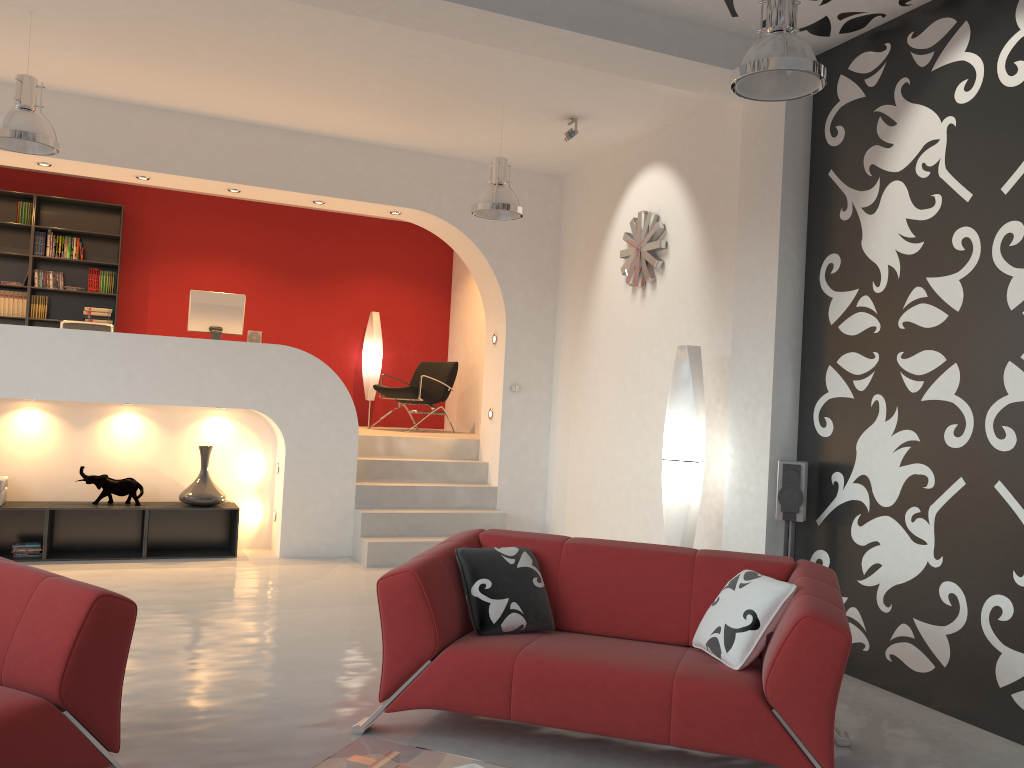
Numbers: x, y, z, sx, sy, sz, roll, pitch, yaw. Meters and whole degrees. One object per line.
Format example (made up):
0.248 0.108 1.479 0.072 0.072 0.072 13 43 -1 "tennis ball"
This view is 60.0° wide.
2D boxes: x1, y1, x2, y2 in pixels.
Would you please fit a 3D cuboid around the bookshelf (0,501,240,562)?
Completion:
-3.553 1.122 6.788 2.764 0.397 0.405 4 -1 -23 "bookshelf"

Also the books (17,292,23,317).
-5.003 -0.800 9.036 0.040 0.260 0.200 4 -1 -23 "books"

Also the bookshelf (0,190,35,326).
-5.292 -0.832 8.875 0.816 2.213 0.305 4 -1 -23 "bookshelf"

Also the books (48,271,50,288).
-4.773 -1.066 9.157 0.031 0.190 0.135 4 -1 -23 "books"

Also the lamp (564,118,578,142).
0.445 -1.890 6.609 0.112 0.176 0.118 3 -1 19 "lamp"

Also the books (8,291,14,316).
-5.078 -0.805 9.003 0.040 0.260 0.200 4 -1 -23 "books"

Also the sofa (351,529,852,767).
0.421 1.088 3.697 1.929 0.738 0.951 3 -1 17 "sofa"

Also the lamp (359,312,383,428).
-1.647 -0.170 10.406 0.237 1.349 0.237 3 -1 -15 "lamp"

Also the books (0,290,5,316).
-5.152 -0.809 8.971 0.040 0.260 0.200 4 -1 -23 "books"

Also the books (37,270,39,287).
-4.869 -1.073 9.116 0.031 0.190 0.135 4 -1 -23 "books"

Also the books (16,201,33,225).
-4.969 -1.722 9.064 0.146 0.240 0.170 4 -1 -23 "books"

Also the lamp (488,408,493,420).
-0.199 0.280 8.255 0.011 0.105 0.105 4 -1 -23 "lamp"

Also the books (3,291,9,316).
-5.115 -0.807 8.987 0.040 0.260 0.200 4 -1 -23 "books"

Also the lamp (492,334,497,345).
-0.162 -0.418 8.271 0.011 0.105 0.105 4 -1 -23 "lamp"

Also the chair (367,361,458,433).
-1.076 0.122 9.800 0.664 0.795 0.768 2 -2 42 "chair"

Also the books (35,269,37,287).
-4.883 -1.073 9.110 0.031 0.190 0.135 4 -1 -23 "books"

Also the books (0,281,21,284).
-5.101 -1.029 9.015 0.190 0.015 0.135 4 -1 -23 "books"

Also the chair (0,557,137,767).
-1.905 0.940 2.633 0.951 0.738 1.288 2 -2 27 "chair"

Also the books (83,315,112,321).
-4.346 -0.689 9.303 0.260 0.040 0.200 4 -1 -23 "books"

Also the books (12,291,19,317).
-5.040 -0.802 9.020 0.040 0.260 0.200 4 -1 -23 "books"

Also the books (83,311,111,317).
-4.347 -0.729 9.301 0.260 0.040 0.200 4 -1 -24 "books"

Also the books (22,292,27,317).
-4.966 -0.798 9.052 0.040 0.260 0.200 4 -1 -23 "books"

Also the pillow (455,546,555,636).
-0.029 0.890 3.846 0.402 0.343 0.288 4 -2 -31 "pillow"

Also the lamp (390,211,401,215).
-1.036 -1.520 7.894 0.105 0.011 0.105 4 -2 -35 "lamp"

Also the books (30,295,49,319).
-4.856 -0.780 9.112 0.146 0.240 0.170 4 -1 -23 "books"

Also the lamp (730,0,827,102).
1.107 -1.618 3.638 0.379 0.800 0.379 4 -2 -31 "lamp"

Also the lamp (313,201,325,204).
-1.660 -1.559 7.624 0.105 0.011 0.105 4 -2 -35 "lamp"

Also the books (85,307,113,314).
-4.333 -0.768 9.298 0.260 0.040 0.200 4 -1 -23 "books"

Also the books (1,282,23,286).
-5.084 -1.013 9.022 0.190 0.015 0.135 4 -1 -23 "books"

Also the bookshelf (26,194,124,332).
-4.544 -0.785 9.199 0.816 2.213 0.305 4 -1 -23 "bookshelf"

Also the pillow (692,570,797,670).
0.924 0.934 3.555 0.288 0.343 0.402 3 -1 -16 "pillow"

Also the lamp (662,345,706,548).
1.081 0.647 5.625 0.313 1.779 0.313 3 -1 -15 "lamp"

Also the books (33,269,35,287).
-4.897 -1.074 9.104 0.031 0.190 0.135 4 -1 -23 "books"

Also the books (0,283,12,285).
-5.092 -0.999 9.019 0.190 0.015 0.135 4 -1 -23 "books"

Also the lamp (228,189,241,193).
-2.301 -1.600 7.346 0.105 0.011 0.105 4 -2 -35 "lamp"

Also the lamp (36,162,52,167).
-3.584 -1.681 6.791 0.105 0.011 0.105 4 -2 -35 "lamp"

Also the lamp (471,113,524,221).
-0.085 -1.616 6.392 0.379 0.800 0.379 2 -2 38 "lamp"

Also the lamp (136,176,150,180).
-2.942 -1.640 7.069 0.105 0.011 0.105 4 -2 -35 "lamp"

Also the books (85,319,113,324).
-4.333 -0.648 9.313 0.260 0.040 0.200 4 -1 -22 "books"

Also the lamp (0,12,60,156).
-2.842 -1.789 5.198 0.379 0.800 0.379 2 -2 38 "lamp"

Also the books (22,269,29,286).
-4.966 -1.077 9.074 0.063 0.187 0.135 4 -1 -23 "books"
